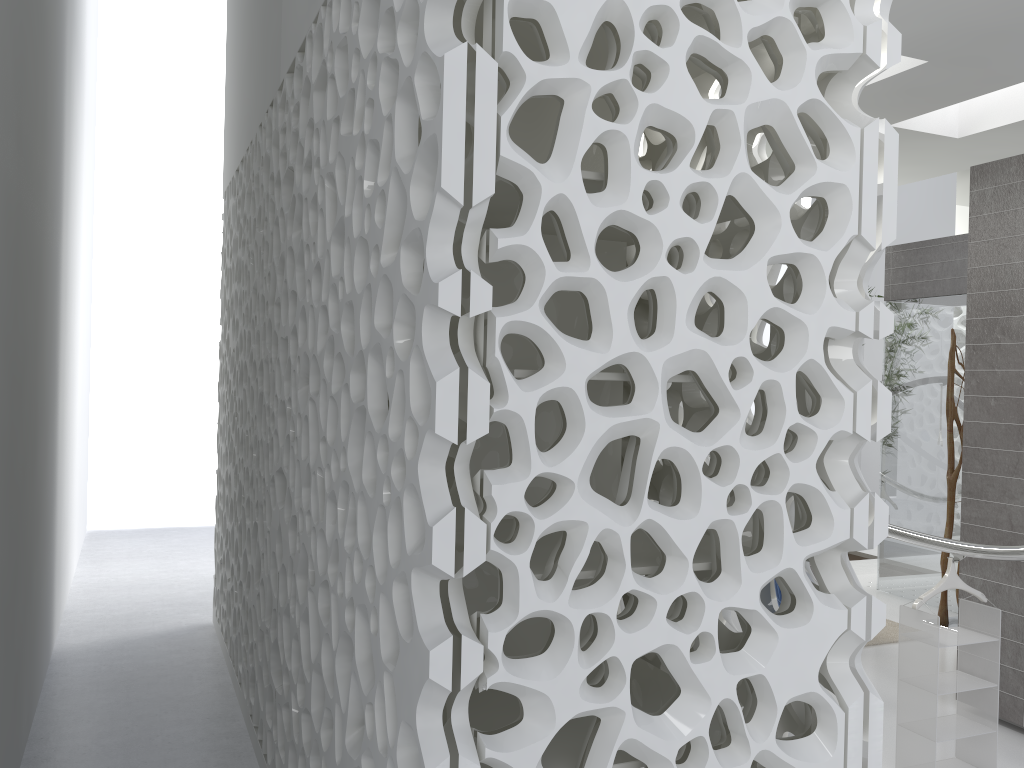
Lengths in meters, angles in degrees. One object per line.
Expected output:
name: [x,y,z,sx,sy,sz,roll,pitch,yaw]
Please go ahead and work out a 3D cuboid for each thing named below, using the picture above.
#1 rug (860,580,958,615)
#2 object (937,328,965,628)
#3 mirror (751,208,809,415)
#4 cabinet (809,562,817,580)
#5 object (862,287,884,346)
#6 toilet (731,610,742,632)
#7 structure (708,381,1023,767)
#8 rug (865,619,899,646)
rug: [3.749,1.757,6.648,0.790,0.044,2.486,1,0,-23]
object: [3.261,0.530,6.303,0.400,2.389,0.400,1,0,-23]
mirror: [1.797,-0.171,6.144,0.030,1.980,1.100,1,0,-23]
cabinet: [1.922,1.257,6.220,0.461,0.870,1.200,1,0,-23]
object: [2.090,-0.128,9.052,4.664,4.038,4.097,2,0,26]
toilet: [1.544,1.535,5.786,0.561,0.300,0.354,1,0,-23]
structure: [3.120,0.836,5.641,5.433,2.080,5.250,1,0,-28]
rug: [2.290,1.694,6.384,0.775,0.016,1.153,1,0,-23]
